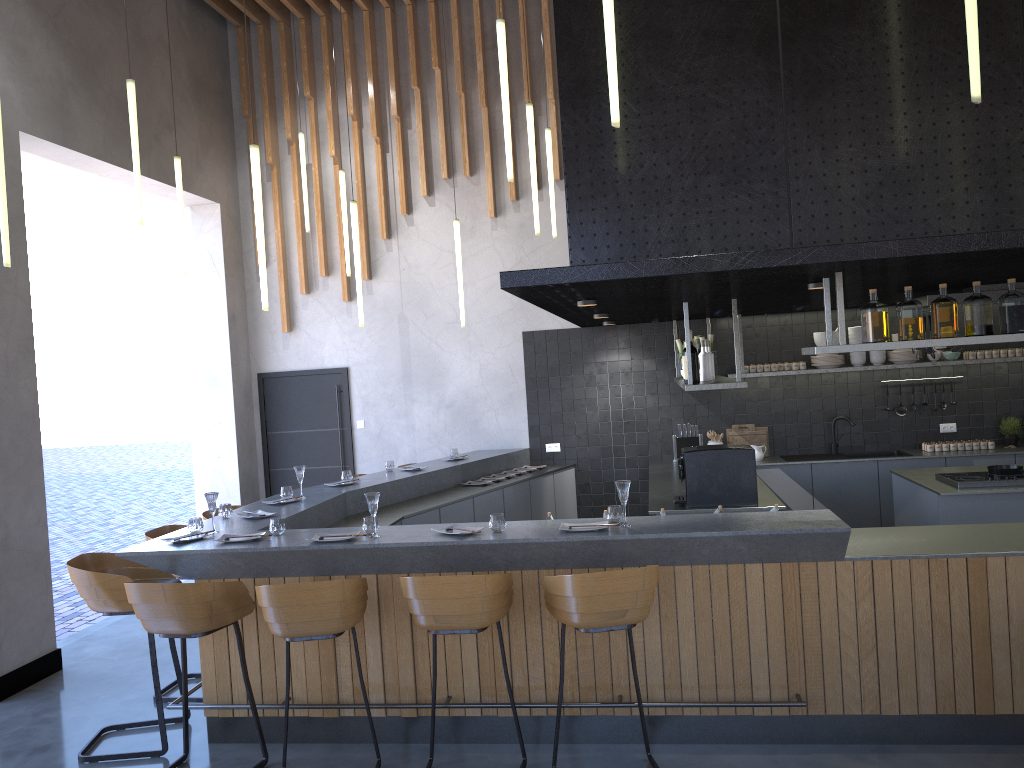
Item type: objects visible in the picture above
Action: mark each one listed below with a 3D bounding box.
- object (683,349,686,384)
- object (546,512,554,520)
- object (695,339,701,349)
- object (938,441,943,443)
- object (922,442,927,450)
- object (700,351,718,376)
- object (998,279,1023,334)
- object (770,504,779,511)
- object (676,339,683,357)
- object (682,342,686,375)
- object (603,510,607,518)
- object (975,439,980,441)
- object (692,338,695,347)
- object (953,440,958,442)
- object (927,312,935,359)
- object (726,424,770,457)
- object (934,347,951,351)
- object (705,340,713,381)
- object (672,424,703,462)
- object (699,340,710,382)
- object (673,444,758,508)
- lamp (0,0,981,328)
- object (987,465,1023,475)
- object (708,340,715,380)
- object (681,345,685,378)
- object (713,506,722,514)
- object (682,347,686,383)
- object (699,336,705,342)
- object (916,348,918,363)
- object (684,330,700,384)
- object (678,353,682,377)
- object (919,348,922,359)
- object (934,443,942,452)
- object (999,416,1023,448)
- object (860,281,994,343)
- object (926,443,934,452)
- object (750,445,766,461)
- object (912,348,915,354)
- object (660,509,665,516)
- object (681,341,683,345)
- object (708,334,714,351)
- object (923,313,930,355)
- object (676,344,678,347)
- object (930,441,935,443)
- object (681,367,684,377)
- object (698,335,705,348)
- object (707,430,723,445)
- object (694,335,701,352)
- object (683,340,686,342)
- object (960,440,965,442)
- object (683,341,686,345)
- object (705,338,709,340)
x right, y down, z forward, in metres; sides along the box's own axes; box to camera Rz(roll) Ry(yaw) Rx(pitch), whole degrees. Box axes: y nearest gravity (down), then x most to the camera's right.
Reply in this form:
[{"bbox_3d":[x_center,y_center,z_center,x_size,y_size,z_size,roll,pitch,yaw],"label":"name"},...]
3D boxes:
[{"bbox_3d":[1.274,-0.194,6.335,0.101,0.378,0.100,-4,1,3],"label":"object"},{"bbox_3d":[0.218,0.806,4.882,0.042,0.203,0.076,-3,1,42],"label":"object"},{"bbox_3d":[1.700,-0.244,8.176,0.118,0.345,0.055,-3,1,42],"label":"object"},{"bbox_3d":[4.065,0.582,8.415,0.062,0.078,0.062,-3,1,14],"label":"object"},{"bbox_3d":[3.932,0.591,8.436,0.062,0.078,0.062,-3,1,14],"label":"object"},{"bbox_3d":[1.757,-0.184,8.244,0.234,0.231,0.248,-3,1,37],"label":"object"},{"bbox_3d":[2.497,-0.387,4.421,0.105,0.274,0.105,-4,1,9],"label":"object"},{"bbox_3d":[1.392,0.734,4.694,0.040,0.203,0.100,-4,1,-20],"label":"object"},{"bbox_3d":[1.636,-0.255,8.549,0.105,0.365,0.047,-3,1,27],"label":"object"},{"bbox_3d":[1.349,-0.171,6.818,0.072,0.305,0.073,-4,1,-37],"label":"object"},{"bbox_3d":[0.515,0.788,4.832,0.029,0.203,0.077,-4,1,-1],"label":"object"},{"bbox_3d":[4.391,0.562,8.363,0.062,0.078,0.062,-3,1,14],"label":"object"},{"bbox_3d":[1.736,-0.253,8.285,0.141,0.356,0.057,-3,1,23],"label":"object"},{"bbox_3d":[4.197,0.574,8.394,0.062,0.078,0.062,-3,1,14],"label":"object"},{"bbox_3d":[2.971,-0.344,6.291,0.031,0.336,0.104,-4,1,8],"label":"object"},{"bbox_3d":[2.333,0.563,8.768,0.400,0.330,0.098,-4,1,9],"label":"object"},{"bbox_3d":[2.993,-0.371,6.169,0.103,0.280,0.103,-3,1,40],"label":"object"},{"bbox_3d":[1.472,-0.177,6.693,0.072,0.305,0.073,-4,1,-39],"label":"object"},{"bbox_3d":[1.740,0.579,8.786,0.322,0.371,0.067,-4,1,9],"label":"object"},{"bbox_3d":[1.421,-0.172,6.567,0.073,0.305,0.072,-4,1,-4],"label":"object"},{"bbox_3d":[1.396,0.635,6.166,0.562,0.400,0.322,-4,1,9],"label":"object"},{"bbox_3d":[0.935,-5.318,4.219,8.975,10.231,8.774,-4,1,7],"label":"lamp"},{"bbox_3d":[3.600,0.620,6.392,0.232,0.061,0.351,-4,1,-13],"label":"object"},{"bbox_3d":[1.516,-0.182,6.823,0.073,0.305,0.072,-3,1,41],"label":"object"},{"bbox_3d":[1.581,-0.207,8.090,0.073,0.305,0.072,-4,1,6],"label":"object"},{"bbox_3d":[1.098,0.752,4.720,0.096,0.203,0.048,-4,1,-36],"label":"object"},{"bbox_3d":[1.293,-0.197,6.460,0.101,0.378,0.100,-4,1,2],"label":"object"},{"bbox_3d":[1.766,-0.257,8.124,0.105,0.365,0.047,-5,1,-45],"label":"object"},{"bbox_3d":[3.017,-0.338,6.606,0.024,0.363,0.033,-4,1,9],"label":"object"},{"bbox_3d":[1.254,-0.190,6.206,0.101,0.378,0.100,-4,1,2],"label":"object"},{"bbox_3d":[1.749,-0.190,8.601,0.248,0.231,0.234,-3,1,19],"label":"object"},{"bbox_3d":[3.001,-0.349,6.508,0.024,0.337,0.068,-4,1,9],"label":"object"},{"bbox_3d":[3.978,0.590,8.286,0.062,0.078,0.062,-3,1,14],"label":"object"},{"bbox_3d":[4.677,0.444,8.304,0.211,0.283,0.221,-3,1,22],"label":"object"},{"bbox_3d":[2.102,-0.363,4.493,0.630,0.274,0.139,-4,1,7],"label":"object"},{"bbox_3d":[3.911,0.594,8.297,0.062,0.078,0.062,-3,1,14],"label":"object"},{"bbox_3d":[2.356,0.657,8.497,0.115,0.144,0.127,-5,1,-42],"label":"object"},{"bbox_3d":[3.019,-0.372,6.679,0.035,0.298,0.032,-4,1,-39],"label":"object"},{"bbox_3d":[0.814,0.770,4.757,0.038,0.203,0.057,-3,1,34],"label":"object"},{"bbox_3d":[1.665,-0.249,8.629,0.055,0.345,0.118,-3,1,24],"label":"object"},{"bbox_3d":[1.858,-0.275,8.261,0.046,0.386,0.084,-4,1,-10],"label":"object"},{"bbox_3d":[2.991,-0.362,6.403,0.038,0.306,0.062,-4,1,9],"label":"object"},{"bbox_3d":[1.725,-0.245,8.691,0.220,0.330,0.054,-3,1,22],"label":"object"},{"bbox_3d":[4.000,0.586,8.425,0.062,0.078,0.062,-3,1,14],"label":"object"},{"bbox_3d":[1.532,-0.100,7.617,0.159,0.110,0.172,-3,1,14],"label":"object"},{"bbox_3d":[1.736,-0.264,8.215,0.113,0.381,0.056,-3,1,41],"label":"object"},{"bbox_3d":[2.005,0.597,8.731,0.158,0.303,0.175,-3,1,12],"label":"object"},{"bbox_3d":[1.794,-0.275,8.504,0.084,0.386,0.046,-4,1,-28],"label":"object"},{"bbox_3d":[1.705,-0.251,8.532,0.093,0.347,0.057,-4,1,-13],"label":"object"},{"bbox_3d":[4.262,0.570,8.384,0.062,0.078,0.062,-3,1,14],"label":"object"},{"bbox_3d":[1.661,-0.234,8.252,0.054,0.330,0.220,-3,1,41],"label":"object"},{"bbox_3d":[1.804,-0.252,8.184,0.057,0.347,0.093,-4,1,6],"label":"object"}]
